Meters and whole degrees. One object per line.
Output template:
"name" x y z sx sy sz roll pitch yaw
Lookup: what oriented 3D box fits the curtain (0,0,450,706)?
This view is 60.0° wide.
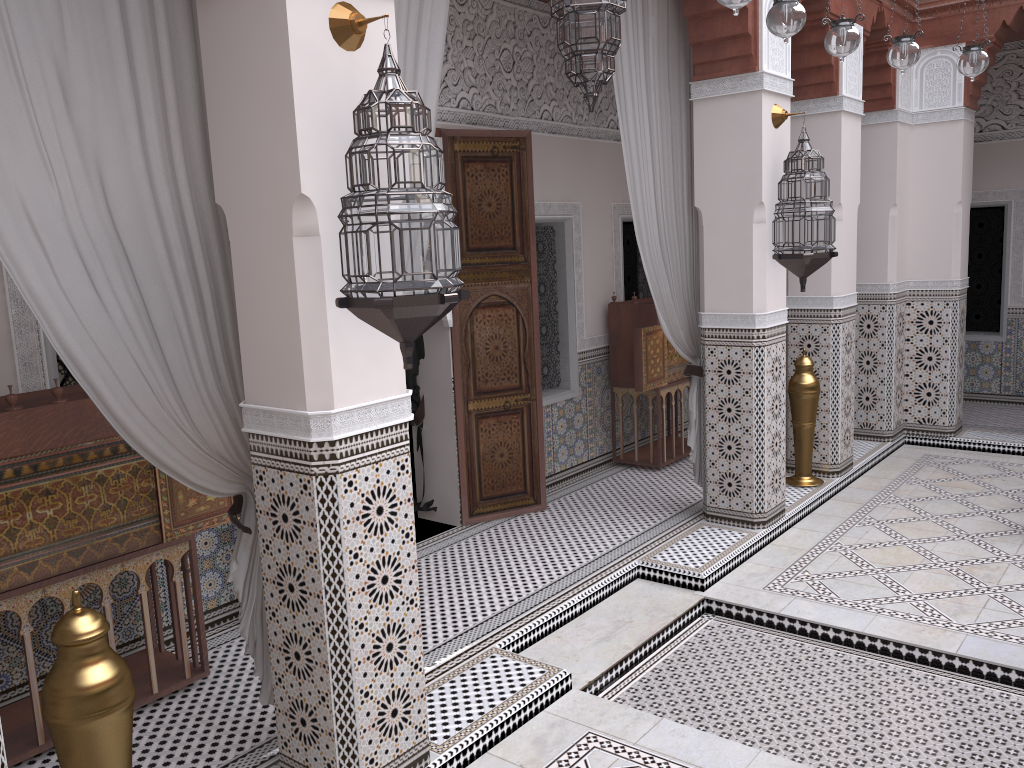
"curtain" -0.494 -0.207 1.704 0.048 1.761 1.304 4 11 38

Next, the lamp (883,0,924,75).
"lamp" 0.979 -0.969 2.228 0.090 0.371 0.091 -1 9 13

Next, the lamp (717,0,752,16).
"lamp" 0.378 -0.830 1.531 0.090 0.371 0.091 -4 9 -6

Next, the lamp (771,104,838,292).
"lamp" 0.945 -0.609 2.877 0.217 0.618 0.216 4 12 38

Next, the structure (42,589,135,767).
"structure" -0.613 0.561 1.313 0.156 0.539 0.156 -1 9 10

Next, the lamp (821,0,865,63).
"lamp" 0.746 -0.925 2.023 0.090 0.371 0.091 -2 9 3

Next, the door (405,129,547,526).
"door" -0.444 -0.164 2.915 0.419 1.461 1.244 4 12 38

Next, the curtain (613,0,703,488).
"curtain" 0.671 -0.487 3.126 0.048 1.761 1.304 5 12 38

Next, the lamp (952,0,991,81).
"lamp" 1.238 -1.006 2.389 0.090 0.371 0.091 1 10 23

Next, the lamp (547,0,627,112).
"lamp" 0.189 -0.972 2.207 0.220 0.571 0.221 4 12 38

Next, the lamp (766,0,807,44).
"lamp" 0.543 -0.878 1.786 0.090 0.371 0.091 -5 9 -16

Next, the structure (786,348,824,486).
"structure" 1.161 0.126 3.526 0.156 0.539 0.156 6 13 44

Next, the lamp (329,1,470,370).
"lamp" -0.190 -0.330 1.460 0.217 0.618 0.216 4 12 38
